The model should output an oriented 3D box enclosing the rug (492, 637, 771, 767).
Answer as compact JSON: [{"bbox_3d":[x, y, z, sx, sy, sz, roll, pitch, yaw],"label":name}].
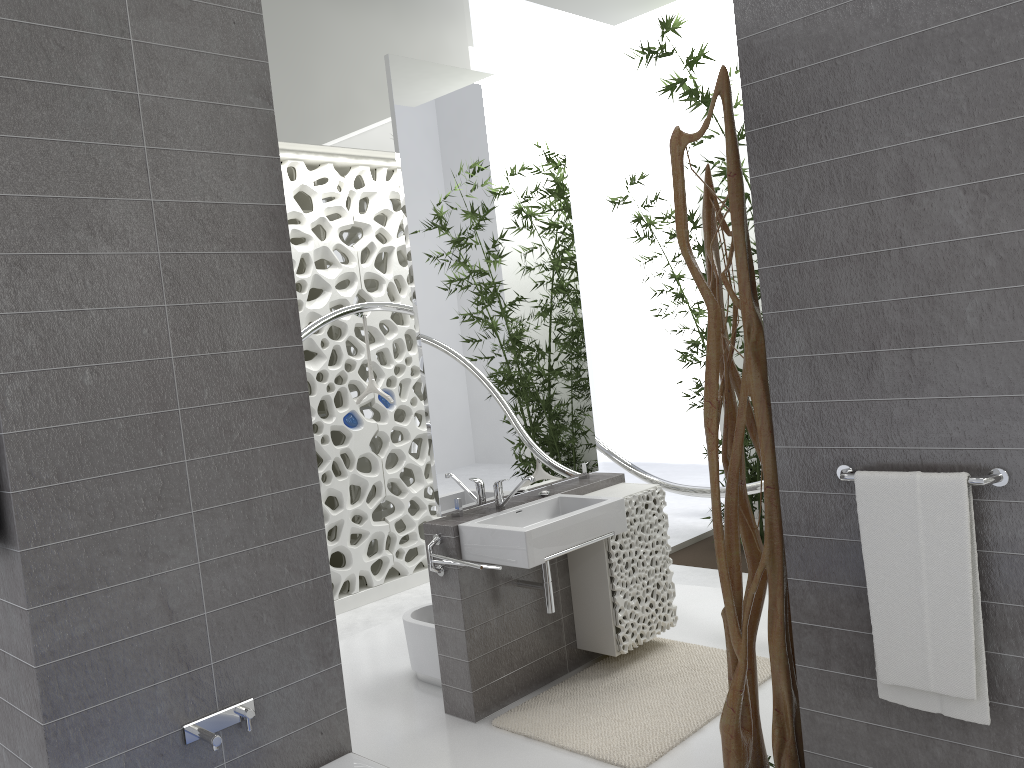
[{"bbox_3d":[0.577,1.346,3.872,0.775,0.016,1.153,-3,4,44],"label":"rug"}]

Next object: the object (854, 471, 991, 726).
[{"bbox_3d":[1.077,0.554,2.338,0.283,0.656,0.042,-3,4,44],"label":"object"}]

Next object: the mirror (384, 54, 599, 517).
[{"bbox_3d":[-0.045,-0.469,4.186,0.030,1.980,1.100,-3,4,44],"label":"mirror"}]

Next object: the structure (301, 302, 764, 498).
[{"bbox_3d":[0.117,0.564,2.798,5.433,2.080,5.250,-4,4,39],"label":"structure"}]

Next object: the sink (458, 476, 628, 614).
[{"bbox_3d":[0.119,0.698,3.864,0.478,0.598,0.650,-3,4,44],"label":"sink"}]

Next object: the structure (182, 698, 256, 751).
[{"bbox_3d":[-0.720,0.886,2.269,0.119,0.073,0.200,-3,4,44],"label":"structure"}]

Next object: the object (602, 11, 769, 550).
[{"bbox_3d":[2.737,-0.767,5.032,4.097,4.038,4.664,-6,3,3],"label":"object"}]

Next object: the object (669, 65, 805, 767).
[{"bbox_3d":[0.743,0.181,2.914,0.400,2.389,0.400,-3,4,44],"label":"object"}]

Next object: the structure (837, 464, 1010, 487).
[{"bbox_3d":[1.060,0.246,2.342,0.442,0.047,0.078,-3,4,44],"label":"structure"}]

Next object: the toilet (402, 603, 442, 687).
[{"bbox_3d":[-0.276,1.272,4.327,0.561,0.300,0.354,-3,4,44],"label":"toilet"}]

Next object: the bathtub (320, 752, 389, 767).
[{"bbox_3d":[-0.112,1.287,1.734,1.700,0.435,0.800,-3,4,44],"label":"bathtub"}]

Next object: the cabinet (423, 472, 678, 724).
[{"bbox_3d":[0.236,0.938,4.138,0.461,0.870,1.200,-3,4,44],"label":"cabinet"}]
